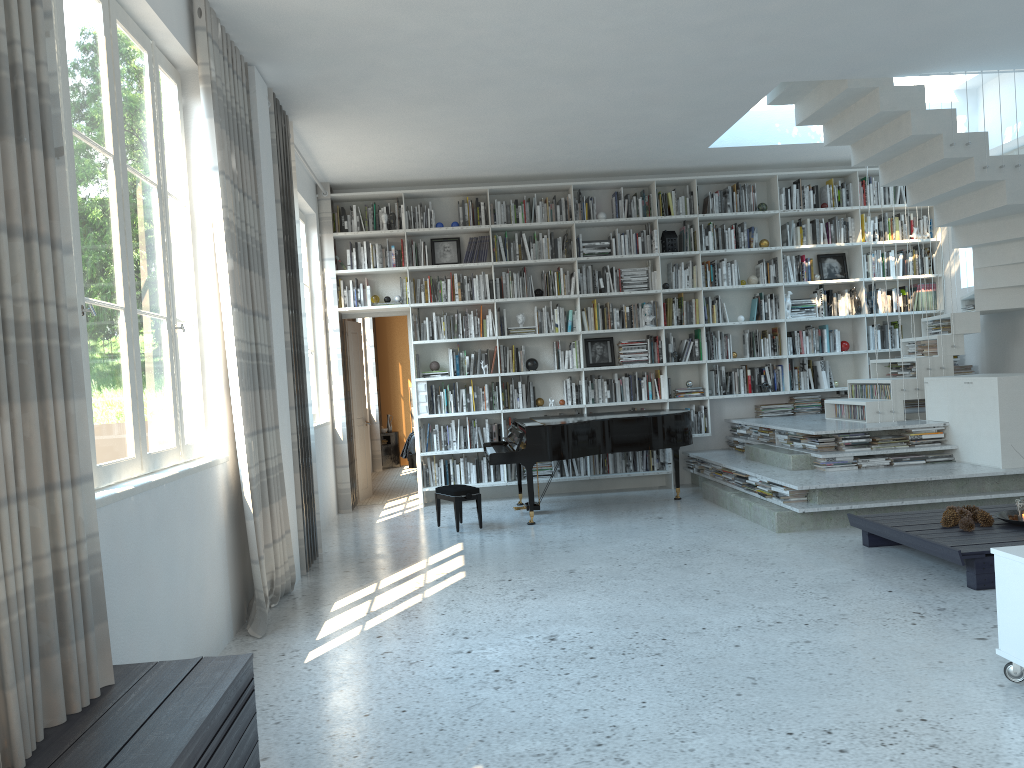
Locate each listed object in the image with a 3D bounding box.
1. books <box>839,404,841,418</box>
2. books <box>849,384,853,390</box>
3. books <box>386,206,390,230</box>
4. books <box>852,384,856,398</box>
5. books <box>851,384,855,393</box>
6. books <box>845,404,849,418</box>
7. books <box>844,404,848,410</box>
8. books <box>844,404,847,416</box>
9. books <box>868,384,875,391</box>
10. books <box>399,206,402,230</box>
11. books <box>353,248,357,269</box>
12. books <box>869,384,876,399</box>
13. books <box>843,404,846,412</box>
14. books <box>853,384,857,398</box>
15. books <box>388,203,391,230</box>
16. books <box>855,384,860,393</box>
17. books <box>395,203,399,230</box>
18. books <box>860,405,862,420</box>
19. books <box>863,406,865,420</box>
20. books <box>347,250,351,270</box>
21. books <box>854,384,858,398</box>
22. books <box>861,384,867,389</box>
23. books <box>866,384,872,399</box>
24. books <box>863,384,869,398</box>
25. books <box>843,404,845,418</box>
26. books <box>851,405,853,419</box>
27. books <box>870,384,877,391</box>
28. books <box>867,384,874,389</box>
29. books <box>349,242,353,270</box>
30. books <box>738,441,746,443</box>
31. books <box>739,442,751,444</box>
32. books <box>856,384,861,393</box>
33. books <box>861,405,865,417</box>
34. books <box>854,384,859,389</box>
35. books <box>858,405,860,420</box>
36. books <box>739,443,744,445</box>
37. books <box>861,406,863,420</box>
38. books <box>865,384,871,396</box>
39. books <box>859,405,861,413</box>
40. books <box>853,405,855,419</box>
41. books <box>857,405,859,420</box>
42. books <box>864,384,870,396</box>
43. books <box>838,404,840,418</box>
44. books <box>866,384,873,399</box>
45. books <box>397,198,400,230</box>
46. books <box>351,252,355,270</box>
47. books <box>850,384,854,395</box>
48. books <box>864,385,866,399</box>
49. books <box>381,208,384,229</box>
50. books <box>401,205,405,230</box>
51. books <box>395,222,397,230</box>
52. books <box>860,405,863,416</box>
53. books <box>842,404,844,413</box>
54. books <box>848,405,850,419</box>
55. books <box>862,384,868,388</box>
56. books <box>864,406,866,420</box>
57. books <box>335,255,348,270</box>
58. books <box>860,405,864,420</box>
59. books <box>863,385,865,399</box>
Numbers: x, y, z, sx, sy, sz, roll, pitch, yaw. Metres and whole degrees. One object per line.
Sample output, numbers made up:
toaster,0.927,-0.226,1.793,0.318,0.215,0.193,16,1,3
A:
books,3.117,0.248,8.262,0.125,0.125,0.007,-4,1,-4
books,3.246,0.065,8.365,0.125,0.125,0.008,-4,1,-4
books,-1.239,-1.639,8.902,0.027,0.259,0.147,-4,1,-4
books,3.250,0.065,8.312,0.125,0.125,0.008,-4,1,-4
books,3.249,0.065,8.327,0.125,0.125,0.009,-4,1,-4
books,3.124,0.249,8.155,0.125,0.125,0.007,-4,1,-4
books,3.124,0.249,8.163,0.125,0.125,0.009,-4,1,-4
books,3.123,0.249,8.171,0.125,0.125,0.008,-4,1,-4
books,3.273,0.066,7.986,0.125,0.125,0.008,-4,1,-4
books,-1.114,-1.648,8.916,0.025,0.259,0.138,-4,1,-4
books,-1.563,-1.235,8.879,0.022,0.228,0.171,-4,1,-4
books,3.275,0.067,7.964,0.125,0.125,0.008,-4,1,-4
books,3.122,0.249,8.187,0.125,0.125,0.008,-4,1,-4
books,3.251,0.065,8.294,0.125,0.125,0.012,-4,1,-4
books,-1.221,-1.657,8.915,0.013,0.292,0.154,-4,1,-4
books,3.255,0.065,8.245,0.125,0.125,0.008,-4,1,-4
books,-1.152,-1.659,8.912,0.022,0.286,0.175,-4,1,-4
books,3.145,0.250,7.859,0.125,0.125,0.008,-4,1,-4
books,3.151,0.250,7.785,0.125,0.125,0.008,-4,1,-4
books,-1.627,-1.226,8.886,0.034,0.218,0.166,-4,1,-4
books,3.253,0.065,8.275,0.125,0.125,0.007,-4,1,-4
books,3.264,0.066,8.120,0.125,0.125,0.007,-4,1,-4
books,3.269,0.066,8.039,0.125,0.125,0.014,-4,1,-4
books,3.266,0.066,8.089,0.125,0.125,0.012,-4,1,-4
books,3.122,0.249,8.194,0.125,0.125,0.008,-4,1,-4
books,3.134,0.249,8.017,0.125,0.125,0.007,-4,1,-4
books,3.276,0.067,7.949,0.125,0.125,0.007,-4,1,-4
books,3.272,0.066,8.004,0.125,0.125,0.007,-4,1,-4
books,-1.607,-1.267,8.889,0.011,0.296,0.162,-4,1,-4
books,2.371,0.574,8.863,0.149,0.014,0.228,-4,0,-6
books,2.370,0.586,8.863,0.144,0.009,0.249,-4,0,0
books,3.256,0.066,8.224,0.125,0.125,0.010,-4,1,-4
books,3.147,0.250,7.834,0.125,0.125,0.012,-4,1,-4
books,3.254,0.065,8.260,0.125,0.125,0.007,-4,1,-4
books,3.144,0.250,7.885,0.125,0.125,0.008,-4,1,-4
books,2.376,0.599,8.863,0.137,0.018,0.200,-4,0,-8
books,3.148,0.250,7.823,0.125,0.125,0.008,-4,1,-4
books,3.269,0.066,8.051,0.125,0.125,0.010,-4,1,-4
books,3.145,0.250,7.868,0.125,0.125,0.011,-4,1,-4
books,3.137,0.250,7.977,0.125,0.125,0.008,-4,1,-4
books,3.142,0.250,7.900,0.125,0.125,0.008,-4,1,-4
books,3.267,0.066,8.070,0.125,0.125,0.009,-4,1,-4
books,3.115,0.248,8.286,0.125,0.125,0.007,-4,1,-4
books,3.271,0.066,8.019,0.125,0.125,0.007,-4,1,-4
books,-1.135,-1.685,8.907,0.014,0.338,0.167,-4,1,-4
books,-1.587,-1.216,8.903,0.024,0.192,0.138,-4,1,-4
books,3.247,0.065,8.349,0.125,0.125,0.008,-4,1,-4
books,3.268,0.066,8.060,0.125,0.125,0.007,-4,1,-4
books,-1.286,-1.629,8.892,0.025,0.244,0.167,-4,1,-4
books,-1.086,-1.645,8.881,0.024,0.252,0.235,-4,1,-4
books,-1.174,-1.606,8.911,0.028,0.185,0.167,-4,1,-4
books,3.146,0.250,7.851,0.125,0.125,0.008,-4,1,-4
books,3.121,0.249,8.209,0.125,0.125,0.007,-4,1,-4
books,3.130,0.249,8.078,0.125,0.125,0.009,-4,1,-4
books,3.265,0.066,8.099,0.125,0.125,0.008,-4,1,-4
books,3.152,0.250,7.764,0.125,0.125,0.010,-4,1,-4
books,-1.704,-1.201,8.891,0.121,0.176,0.129,-4,1,-4
books,3.147,0.250,7.843,0.125,0.125,0.010,-4,1,-4
books,3.267,0.066,8.077,0.125,0.125,0.010,-4,1,-4
